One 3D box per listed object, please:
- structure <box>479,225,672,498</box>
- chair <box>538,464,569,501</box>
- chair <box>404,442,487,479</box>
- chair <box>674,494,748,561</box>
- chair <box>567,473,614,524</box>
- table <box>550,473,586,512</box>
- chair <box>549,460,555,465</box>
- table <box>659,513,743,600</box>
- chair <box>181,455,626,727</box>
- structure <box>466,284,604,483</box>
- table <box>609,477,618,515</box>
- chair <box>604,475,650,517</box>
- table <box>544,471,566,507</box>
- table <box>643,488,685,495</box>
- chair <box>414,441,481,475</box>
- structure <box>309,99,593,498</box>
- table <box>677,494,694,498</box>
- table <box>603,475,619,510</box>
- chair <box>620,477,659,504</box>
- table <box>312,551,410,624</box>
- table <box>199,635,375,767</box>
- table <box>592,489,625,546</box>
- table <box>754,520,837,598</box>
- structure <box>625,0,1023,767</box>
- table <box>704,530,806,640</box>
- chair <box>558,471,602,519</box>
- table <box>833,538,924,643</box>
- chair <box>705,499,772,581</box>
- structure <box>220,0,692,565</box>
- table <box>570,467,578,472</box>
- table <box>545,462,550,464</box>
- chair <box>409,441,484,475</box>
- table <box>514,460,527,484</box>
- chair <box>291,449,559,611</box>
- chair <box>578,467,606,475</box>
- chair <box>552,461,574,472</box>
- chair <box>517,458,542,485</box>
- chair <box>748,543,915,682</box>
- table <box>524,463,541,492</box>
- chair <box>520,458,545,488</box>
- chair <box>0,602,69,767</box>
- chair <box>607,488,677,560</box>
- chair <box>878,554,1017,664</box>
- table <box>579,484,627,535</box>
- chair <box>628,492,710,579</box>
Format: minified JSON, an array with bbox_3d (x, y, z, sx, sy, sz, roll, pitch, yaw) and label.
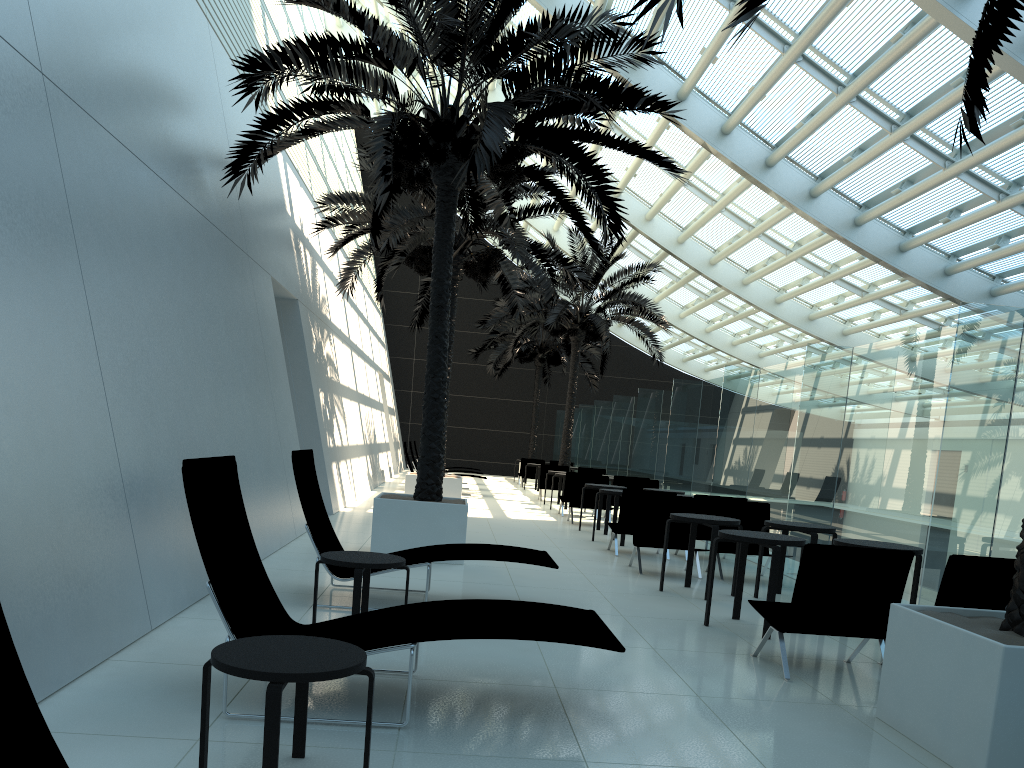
[{"bbox_3d":[1.591,-0.475,23.027,4.834,7.083,4.389,4,4,-10],"label":"structure"},{"bbox_3d":[1.058,2.419,21.162,0.717,0.895,0.880,5,1,-4],"label":"chair"},{"bbox_3d":[-1.616,2.052,21.110,2.038,1.168,0.913,5,3,-4],"label":"chair"},{"bbox_3d":[2.632,1.917,11.728,0.717,0.895,0.880,5,1,-4],"label":"chair"},{"bbox_3d":[1.428,2.076,15.593,0.717,0.895,0.880,5,1,-4],"label":"chair"},{"bbox_3d":[1.217,2.308,18.465,0.672,0.787,0.681,6,3,39],"label":"table"},{"bbox_3d":[1.510,2.955,28.605,0.717,0.895,0.880,5,1,-4],"label":"chair"},{"bbox_3d":[1.878,1.706,8.669,0.673,0.787,0.680,6,3,34],"label":"table"},{"bbox_3d":[-0.504,1.023,4.384,2.038,1.168,0.913,5,3,-4],"label":"chair"},{"bbox_3d":[1.077,0.027,31.154,4.474,7.081,4.745,3,4,-25],"label":"structure"},{"bbox_3d":[2.182,2.393,18.538,0.672,0.787,0.681,6,3,39],"label":"table"},{"bbox_3d":[2.258,2.263,17.357,0.717,0.895,0.880,5,1,-4],"label":"chair"},{"bbox_3d":[1.131,2.396,19.893,0.673,0.787,0.680,6,3,34],"label":"table"},{"bbox_3d":[2.468,2.137,14.371,0.673,0.787,0.680,6,3,34],"label":"table"},{"bbox_3d":[-1.962,2.373,26.322,2.038,1.168,0.913,5,3,-4],"label":"chair"},{"bbox_3d":[-1.262,-1.162,15.375,4.250,6.955,4.628,7,4,30],"label":"structure"},{"bbox_3d":[2.556,2.046,12.909,0.672,0.787,0.681,6,3,39],"label":"table"},{"bbox_3d":[2.096,2.481,19.966,0.673,0.787,0.680,6,3,34],"label":"table"},{"bbox_3d":[2.356,2.158,15.663,0.717,0.895,0.880,5,1,-4],"label":"chair"},{"bbox_3d":[-1.004,1.404,5.798,0.548,0.521,0.555,6,1,39],"label":"table"},{"bbox_3d":[-0.834,1.246,3.232,0.548,0.521,0.555,6,1,39],"label":"table"},{"bbox_3d":[1.592,1.962,12.836,0.672,0.787,0.681,6,3,39],"label":"table"},{"bbox_3d":[2.842,1.791,8.742,0.673,0.787,0.680,6,3,34],"label":"table"},{"bbox_3d":[2.866,-1.649,3.930,4.801,7.083,4.419,6,4,15],"label":"structure"},{"bbox_3d":[1.976,1.606,7.056,0.672,0.787,0.681,6,3,39],"label":"table"},{"bbox_3d":[1.330,2.182,17.287,0.717,0.895,0.880,5,1,-4],"label":"chair"},{"bbox_3d":[2.940,1.691,7.129,0.672,0.787,0.681,6,3,39],"label":"table"},{"bbox_3d":[2.731,1.811,10.021,0.717,0.895,0.880,5,1,-4],"label":"chair"},{"bbox_3d":[-0.662,-1.482,9.407,4.659,6.895,4.220,3,4,-25],"label":"structure"},{"bbox_3d":[1.720,2.829,25.619,0.673,0.787,0.680,6,3,34],"label":"table"},{"bbox_3d":[1.434,3.085,29.785,0.672,0.787,0.682,7,3,43],"label":"table"},{"bbox_3d":[-1.787,2.210,23.676,2.038,1.168,0.913,5,3,-4],"label":"chair"},{"bbox_3d":[0.469,3.000,29.712,0.672,0.787,0.682,7,3,43],"label":"table"},{"bbox_3d":[-0.674,1.181,6.950,2.038,1.168,0.913,5,3,-4],"label":"chair"},{"bbox_3d":[1.985,2.500,21.232,0.717,0.895,0.880,5,1,-4],"label":"chair"},{"bbox_3d":[1.608,2.850,26.910,0.717,0.895,0.880,5,1,-4],"label":"chair"},{"bbox_3d":[0.582,2.874,28.534,0.717,0.895,0.880,5,1,-4],"label":"chair"},{"bbox_3d":[2.089,1.480,5.878,0.717,0.895,0.880,5,1,-4],"label":"chair"},{"bbox_3d":[0.755,2.744,25.546,0.673,0.787,0.680,6,3,34],"label":"table"},{"bbox_3d":[0.680,2.768,26.840,0.717,0.895,0.880,5,1,-4],"label":"chair"},{"bbox_3d":[-0.333,0.865,1.818,2.038,1.168,0.913,5,3,-4],"label":"chair"},{"bbox_3d":[1.704,1.835,11.658,0.717,0.895,0.880,5,1,-4],"label":"chair"},{"bbox_3d":[3.016,1.562,5.948,0.717,0.895,0.880,5,1,-4],"label":"chair"},{"bbox_3d":[1.503,2.052,14.298,0.673,0.787,0.680,6,3,34],"label":"table"},{"bbox_3d":[1.803,1.729,9.951,0.717,0.895,0.880,5,1,-4],"label":"chair"}]
